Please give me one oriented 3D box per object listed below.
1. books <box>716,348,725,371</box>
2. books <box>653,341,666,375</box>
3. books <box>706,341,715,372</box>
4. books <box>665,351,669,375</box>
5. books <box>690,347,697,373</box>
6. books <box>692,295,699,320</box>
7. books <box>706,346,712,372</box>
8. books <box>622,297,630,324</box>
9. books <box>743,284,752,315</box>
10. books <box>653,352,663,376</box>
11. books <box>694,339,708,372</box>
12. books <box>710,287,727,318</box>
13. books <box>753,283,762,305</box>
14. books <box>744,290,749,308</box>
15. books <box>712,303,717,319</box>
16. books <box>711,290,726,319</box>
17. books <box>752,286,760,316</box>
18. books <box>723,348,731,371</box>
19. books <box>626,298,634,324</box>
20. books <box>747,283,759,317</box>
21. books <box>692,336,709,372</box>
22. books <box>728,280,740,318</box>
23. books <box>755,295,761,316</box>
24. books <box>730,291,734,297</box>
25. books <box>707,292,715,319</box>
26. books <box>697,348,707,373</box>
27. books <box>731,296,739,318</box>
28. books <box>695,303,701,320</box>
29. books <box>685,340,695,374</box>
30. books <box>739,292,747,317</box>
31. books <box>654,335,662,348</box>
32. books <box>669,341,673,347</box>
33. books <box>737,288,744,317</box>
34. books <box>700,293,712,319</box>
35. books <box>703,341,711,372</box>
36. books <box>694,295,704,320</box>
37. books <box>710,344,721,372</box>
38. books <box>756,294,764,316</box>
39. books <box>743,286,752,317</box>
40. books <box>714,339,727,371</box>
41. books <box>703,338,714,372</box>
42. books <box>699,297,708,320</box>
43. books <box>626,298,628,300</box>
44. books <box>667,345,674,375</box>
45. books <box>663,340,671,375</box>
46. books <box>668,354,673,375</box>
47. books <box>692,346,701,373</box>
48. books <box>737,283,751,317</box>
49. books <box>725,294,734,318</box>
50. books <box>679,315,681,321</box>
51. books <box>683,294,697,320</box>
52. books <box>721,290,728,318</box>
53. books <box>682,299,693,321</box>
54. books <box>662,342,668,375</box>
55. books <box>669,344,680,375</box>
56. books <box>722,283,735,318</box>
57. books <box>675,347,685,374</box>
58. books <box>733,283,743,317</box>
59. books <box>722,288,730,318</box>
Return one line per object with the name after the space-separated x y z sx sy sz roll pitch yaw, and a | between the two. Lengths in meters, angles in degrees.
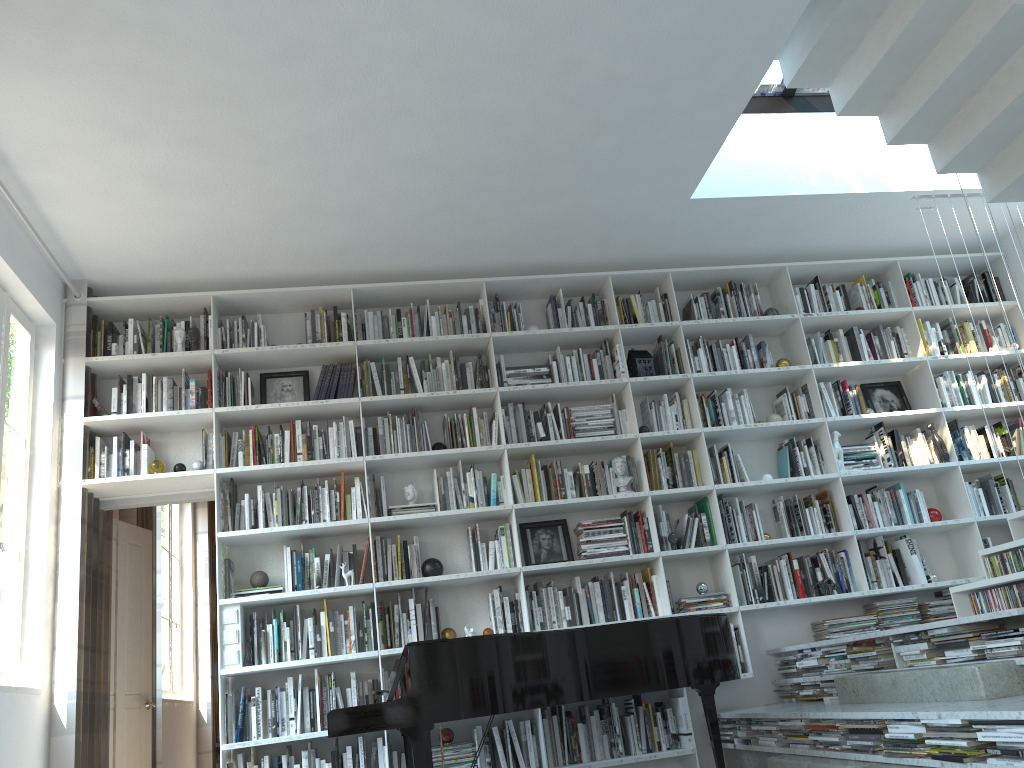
1.385 -0.114 5.970 0.028 0.222 0.142 -4 -19 -10 | books
0.977 -0.122 5.870 0.021 0.271 0.191 -4 -19 -10 | books
1.322 -0.134 5.970 0.012 0.275 0.133 -4 -19 -10 | books
1.006 -0.088 5.893 0.024 0.216 0.169 -4 -19 -10 | books
1.197 -0.111 5.933 0.012 0.239 0.139 -4 -19 -10 | books
1.228 -0.463 6.061 0.011 0.243 0.173 -4 -19 -10 | books
1.296 -0.118 5.946 0.012 0.235 0.166 -4 -19 -10 | books
0.763 -0.438 5.980 0.008 0.261 0.142 -4 -19 -10 | books
1.620 -0.521 6.163 0.008 0.320 0.134 -4 -19 -10 | books
0.969 -0.083 5.889 0.019 0.213 0.156 -4 -19 -10 | books
1.258 -0.138 5.945 0.011 0.282 0.173 -4 -19 -10 | books
1.421 -0.500 6.105 0.024 0.291 0.168 -4 -19 -10 | books
1.690 -0.529 6.145 0.006 0.305 0.164 -4 -19 -10 | books
1.600 -0.498 6.127 0.014 0.257 0.150 -4 -19 -10 | books
1.371 -0.442 6.095 0.031 0.190 0.133 -4 -19 -10 | books
1.401 -0.490 6.073 0.028 0.257 0.185 -4 -19 -10 | books
1.655 -0.515 6.129 0.008 0.277 0.181 -4 -19 -10 | books
1.425 -0.116 5.971 0.025 0.215 0.144 -4 -19 -10 | books
0.779 -0.432 5.961 0.015 0.233 0.171 -4 -19 -10 | books
1.642 -0.521 6.136 0.013 0.296 0.189 -4 -19 -10 | books
1.270 -0.152 5.945 0.014 0.305 0.153 -4 -19 -10 | books
1.513 -0.526 6.120 0.007 0.328 0.184 -4 -19 -10 | books
1.669 -0.482 6.133 0.018 0.213 0.158 -4 -19 -10 | books
1.511 -0.489 6.107 0.008 0.250 0.170 -4 -19 -10 | books
1.343 -0.477 6.085 0.021 0.255 0.169 -4 -19 -10 | books
1.247 -0.107 5.914 0.026 0.207 0.181 -4 -19 -10 | books
1.504 -0.470 6.082 0.018 0.200 0.189 -4 -19 -10 | books
1.254 -0.437 6.054 0.009 0.182 0.160 -4 -19 -10 | books
1.174 -0.135 5.923 0.012 0.284 0.160 -4 -19 -10 | books
1.573 -0.492 6.124 0.024 0.251 0.150 -4 -19 -10 | books
0.993 -0.145 5.911 0.025 0.338 0.143 -4 -19 -10 | books
1.078 -0.126 5.926 0.005 0.291 0.131 -4 -19 -10 | books
1.556 -0.501 6.125 0.008 0.274 0.163 -4 -19 -10 | books
1.318 -0.475 6.078 0.030 0.254 0.161 -4 -19 -10 | books
1.284 -0.135 5.941 0.010 0.267 0.166 -4 -19 -10 | books
1.263 -0.464 6.052 0.013 0.228 0.174 -4 -19 -10 | books
1.347 -0.128 5.945 0.027 0.240 0.160 -4 -19 -10 | books
1.686 -0.483 6.127 0.014 0.208 0.188 -4 -19 -10 | books
1.611 -0.516 6.141 0.019 0.298 0.137 -4 -19 -10 | books
1.402 -0.145 5.980 0.013 0.283 0.155 -4 -19 -10 | books
1.305 -0.145 5.963 0.021 0.295 0.139 -4 -19 -10 | books
1.291 -0.459 6.069 0.028 0.225 0.164 -4 -19 -10 | books
0.782 -0.435 6.001 0.007 0.263 0.133 -4 -19 -10 | books
1.037 -0.113 5.893 0.005 0.254 0.159 -4 -19 -10 | books
1.015 -0.130 5.886 0.021 0.287 0.180 -4 -19 -10 | books
1.029 -0.088 5.894 0.013 0.210 0.140 -4 -19 -10 | books
1.217 -0.116 5.932 0.026 0.242 0.148 -4 -19 -10 | books
1.587 -0.522 6.127 0.008 0.306 0.183 -4 -19 -10 | books
1.477 -0.479 6.093 0.018 0.230 0.160 -4 -19 -10 | books
1.091 -0.488 6.028 0.019 0.303 0.176 -4 -19 -10 | books
1.220 -0.466 6.051 0.009 0.243 0.174 -4 -19 -10 | books
1.440 -0.498 6.120 0.017 0.294 0.139 -4 -19 -10 | books
1.196 -0.448 6.033 0.046 0.205 0.184 -4 -19 -10 | books
0.991 -0.118 5.885 0.022 0.271 0.182 -4 -19 -10 | books
1.061 -0.116 5.883 0.013 0.247 0.187 -4 -19 -10 | books
1.482 -0.516 6.113 0.006 0.311 0.179 -4 -19 -10 | books
1.094 -0.102 5.883 0.008 0.213 0.224 -4 -19 -10 | books
1.528 -0.519 6.102 0.015 0.298 0.184 -4 -19 -10 | books
1.458 -0.496 6.117 0.007 0.284 0.160 -4 -19 -10 | books
